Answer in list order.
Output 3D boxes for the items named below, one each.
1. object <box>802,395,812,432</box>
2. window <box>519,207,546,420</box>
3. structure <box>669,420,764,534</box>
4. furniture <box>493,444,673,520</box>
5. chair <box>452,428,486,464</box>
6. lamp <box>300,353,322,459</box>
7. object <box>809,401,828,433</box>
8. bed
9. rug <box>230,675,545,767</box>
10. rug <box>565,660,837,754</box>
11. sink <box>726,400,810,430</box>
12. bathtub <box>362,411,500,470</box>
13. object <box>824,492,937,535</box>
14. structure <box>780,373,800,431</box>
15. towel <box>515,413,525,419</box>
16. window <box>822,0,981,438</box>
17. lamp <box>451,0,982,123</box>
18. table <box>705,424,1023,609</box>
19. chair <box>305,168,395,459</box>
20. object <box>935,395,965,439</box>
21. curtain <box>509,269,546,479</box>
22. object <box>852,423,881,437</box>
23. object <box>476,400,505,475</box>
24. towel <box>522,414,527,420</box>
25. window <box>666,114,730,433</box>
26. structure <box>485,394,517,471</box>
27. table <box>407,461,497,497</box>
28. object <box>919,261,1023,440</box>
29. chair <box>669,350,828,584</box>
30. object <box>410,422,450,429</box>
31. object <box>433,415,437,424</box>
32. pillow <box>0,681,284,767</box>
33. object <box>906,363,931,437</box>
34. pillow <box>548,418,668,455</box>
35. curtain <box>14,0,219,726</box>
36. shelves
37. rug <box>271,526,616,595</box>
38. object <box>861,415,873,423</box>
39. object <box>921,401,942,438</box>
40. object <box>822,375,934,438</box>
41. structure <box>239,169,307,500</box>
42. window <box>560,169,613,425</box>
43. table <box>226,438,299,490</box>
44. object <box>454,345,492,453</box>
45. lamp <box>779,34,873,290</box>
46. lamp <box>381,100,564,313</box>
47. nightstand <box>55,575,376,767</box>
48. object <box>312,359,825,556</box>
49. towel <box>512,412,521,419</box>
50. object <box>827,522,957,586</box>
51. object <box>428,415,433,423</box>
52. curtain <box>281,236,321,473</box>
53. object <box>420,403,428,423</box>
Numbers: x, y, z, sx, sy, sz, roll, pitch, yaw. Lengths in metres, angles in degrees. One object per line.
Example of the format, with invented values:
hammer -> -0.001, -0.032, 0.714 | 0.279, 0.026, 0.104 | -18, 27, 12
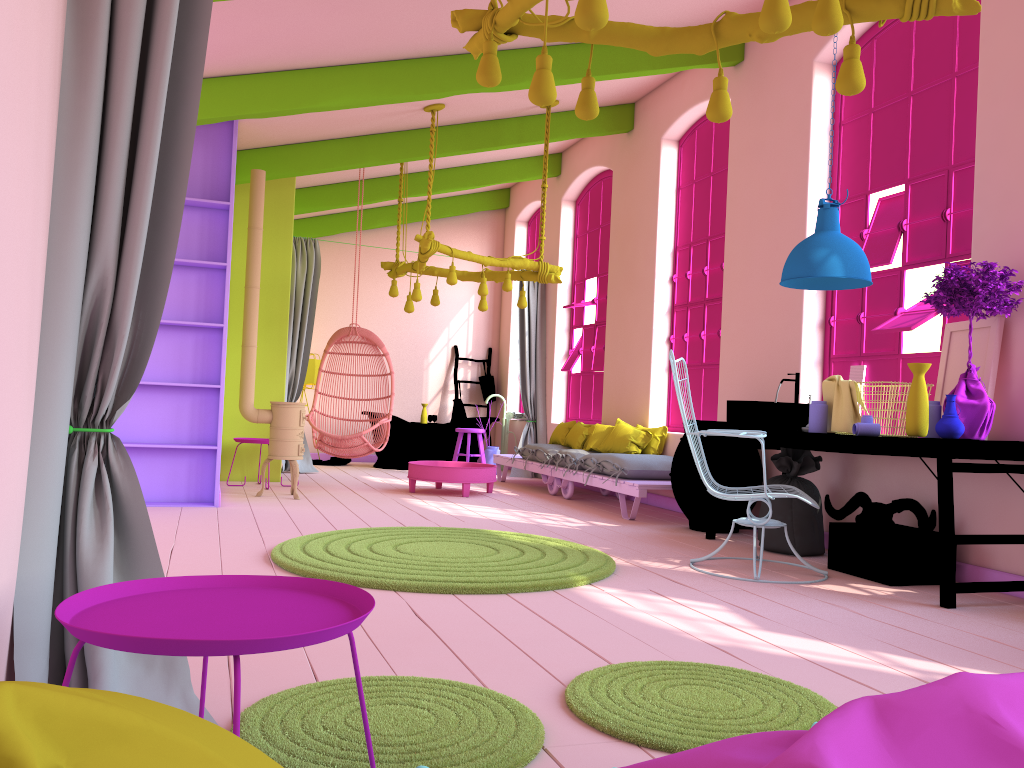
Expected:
object -> 1.986, 0.193, 5.815 | 0.165, 0.250, 0.411 | 2, -1, 16
window -> 0.376, -0.999, 12.314 | 0.072, 3.046, 1.275 | 3, -1, -19
structure -> 1.573, 0.706, 6.829 | 0.718, 0.844, 0.718 | 2, -2, 39
furniture -> 0.726, 0.892, 8.948 | 0.908, 0.507, 3.776 | 3, -2, -19
chair -> -0.552, 0.847, 10.984 | 0.446, 0.593, 0.473 | 2, -2, 40
lamp -> -2.859, 0.311, 12.026 | 0.491, 1.466, 0.476 | 2, -1, 11
object -> 1.903, 0.204, 5.508 | 0.109, 0.197, 0.109 | 3, -1, -27
bed -> 0.910, 0.674, 0.637 | 2.803, 0.514, 3.576 | 3, -2, -19
rug -> -0.319, 0.903, 2.340 | 0.792, 0.021, 0.793 | 2, -2, 9
rug -> 0.565, 0.952, 2.644 | 0.793, 0.021, 0.792 | 4, -2, -36
sink -> 1.712, 0.208, 5.967 | 0.340, 0.194, 0.609 | 3, -2, -19
bathtub -> -1.100, 0.774, 11.965 | 1.889, 0.740, 0.826 | 3, -1, -19
object -> 2.162, 0.878, 5.249 | 0.300, 0.448, 0.672 | 4, -2, -43
structure -> 1.884, 0.119, 6.053 | 0.166, 0.396, 0.087 | 3, -1, -9
towel -> 0.199, 0.444, 12.240 | 0.247, 0.102, 0.262 | 3, -2, -28
window -> 2.594, -1.064, 5.861 | 0.492, 3.003, 1.497 | 3, -1, -19
lamp -> 0.514, -2.089, 3.281 | 1.611, 2.264, 1.775 | 4, -1, -37
table -> 2.061, 0.699, 5.401 | 0.655, 0.820, 2.192 | 3, -2, -19
chair -> -1.565, -0.821, 8.839 | 0.860, 3.129, 0.806 | 3, -1, 1
object -> 2.204, 0.164, 4.459 | 0.132, 0.219, 0.132 | 3, -1, -2
curtain -> 0.263, -0.163, 11.318 | 0.518, 2.785, 0.525 | 3, -1, 0
object -> 2.030, 0.261, 5.082 | 0.137, 0.076, 0.076 | 3, -1, 1
object -> -0.276, 0.672, 11.441 | 0.451, 0.987, 0.277 | 2, -1, 25
towel -> 0.285, 0.441, 11.985 | 0.262, 0.102, 0.247 | 3, -2, -23
window -> 1.791, -1.046, 8.187 | 0.072, 3.046, 1.275 | 3, -1, -19
structure -> -0.142, 0.673, 12.273 | 0.451, 1.061, 0.254 | 2, -1, 25
table -> -0.594, 0.937, 8.799 | 0.885, 0.285, 0.886 | 2, -2, 7
object -> 2.408, -0.180, 4.682 | 0.502, 0.950, 0.441 | 2, -1, 31
chair -> 1.359, 0.455, 5.121 | 0.925, 1.238, 1.079 | 2, -1, 16
object -> -1.121, 0.561, 11.959 | 0.360, 0.068, 1.323 | 3, -2, -19
object -> -1.045, 0.503, 11.951 | 0.069, 0.170, 0.069 | 3, -1, 1
pillow -> -0.028, 0.450, 0.043 | 0.849, 0.822, 2.617 | 3, -2, -29
object -> 2.125, 0.084, 4.642 | 0.116, 0.383, 0.116 | 2, -1, 45
pillow -> 0.875, 0.538, 9.086 | 0.578, 0.399, 1.997 | 3, -2, -19
curtain -> -1.026, -0.514, 2.325 | 0.518, 2.785, 0.525 | 3, -1, -38
shelves -> -3.092, -0.635, 6.647 | 1.842, 3.103, 0.384 | 3, -1, -19
rug -> -0.374, 0.963, 5.010 | 1.889, 0.050, 1.888 | 4, -2, -31
object -> 2.067, 0.241, 5.165 | 0.065, 0.118, 0.065 | 2, -1, 30
object -> 2.241, 0.190, 4.756 | 0.109, 0.197, 0.109 | 2, -1, 18
object -> 2.168, 0.132, 5.411 | 0.444, 0.369, 0.633 | 3, -1, -19
structure -> -2.041, -0.423, 7.788 | 0.577, 2.814, 0.403 | 3, -1, -2
window -> 0.996, -1.010, 10.508 | 0.551, 3.009, 1.514 | 3, -1, -19
table -> -2.390, 0.758, 8.556 | 0.596, 0.458, 0.596 | 2, -1, 19
object -> -0.566, 0.322, 12.923 | 0.603, 1.764, 0.410 | 3, -1, -19
lamp -> 1.921, -1.596, 5.320 | 0.528, 2.001, 0.529 | 2, -1, 13
lamp -> -0.592, -1.794, 8.761 | 1.611, 2.264, 1.775 | 4, -1, -37
nightstand -> -0.583, 0.656, 1.756 | 0.596, 0.458, 0.596 | 2, -1, 19
object -> -0.407, 0.307, 9.051 | 2.827, 1.580, 7.865 | 3, -2, -18
towel -> 0.113, 0.447, 12.493 | 0.262, 0.102, 0.247 | 3, -2, -18
object -> 2.174, 0.968, 5.100 | 0.446, 0.277, 0.521 | 3, -2, -19
object -> -1.086, 0.496, 11.764 | 0.069, 0.170, 0.069 | 3, -1, 1
curtain -> -2.514, -0.374, 10.375 | 0.518, 2.785, 0.525 | 3, -1, -38
object -> -1.180, 0.423, 11.906 | 0.097, 0.321, 0.097 | 3, -1, -8
